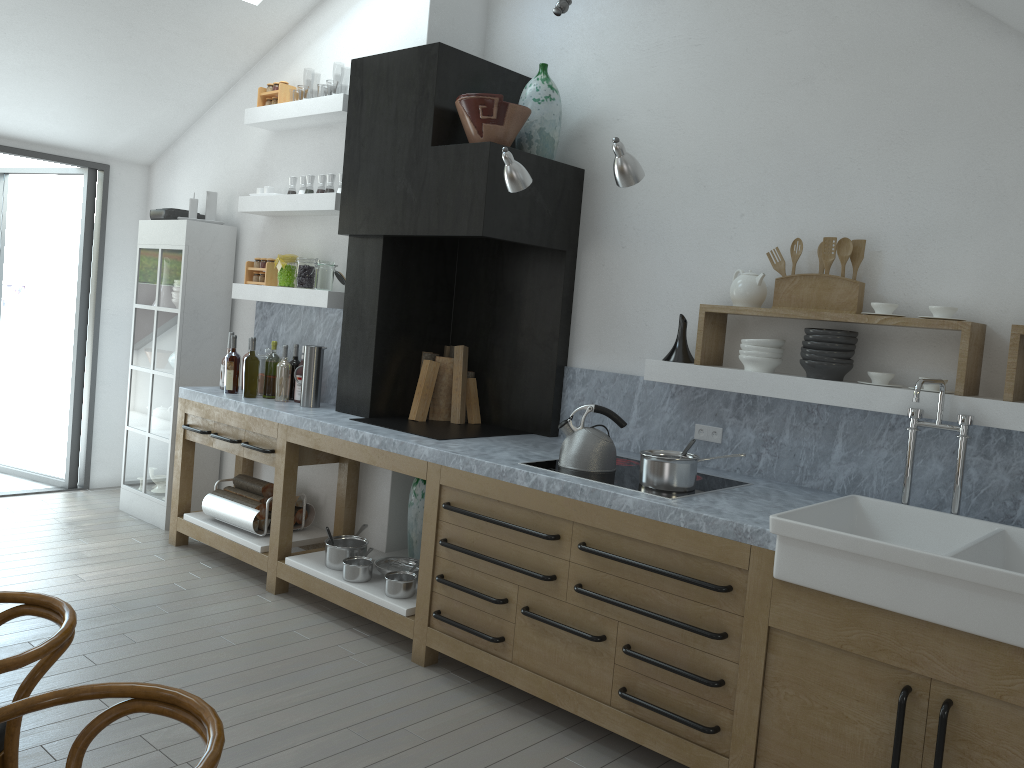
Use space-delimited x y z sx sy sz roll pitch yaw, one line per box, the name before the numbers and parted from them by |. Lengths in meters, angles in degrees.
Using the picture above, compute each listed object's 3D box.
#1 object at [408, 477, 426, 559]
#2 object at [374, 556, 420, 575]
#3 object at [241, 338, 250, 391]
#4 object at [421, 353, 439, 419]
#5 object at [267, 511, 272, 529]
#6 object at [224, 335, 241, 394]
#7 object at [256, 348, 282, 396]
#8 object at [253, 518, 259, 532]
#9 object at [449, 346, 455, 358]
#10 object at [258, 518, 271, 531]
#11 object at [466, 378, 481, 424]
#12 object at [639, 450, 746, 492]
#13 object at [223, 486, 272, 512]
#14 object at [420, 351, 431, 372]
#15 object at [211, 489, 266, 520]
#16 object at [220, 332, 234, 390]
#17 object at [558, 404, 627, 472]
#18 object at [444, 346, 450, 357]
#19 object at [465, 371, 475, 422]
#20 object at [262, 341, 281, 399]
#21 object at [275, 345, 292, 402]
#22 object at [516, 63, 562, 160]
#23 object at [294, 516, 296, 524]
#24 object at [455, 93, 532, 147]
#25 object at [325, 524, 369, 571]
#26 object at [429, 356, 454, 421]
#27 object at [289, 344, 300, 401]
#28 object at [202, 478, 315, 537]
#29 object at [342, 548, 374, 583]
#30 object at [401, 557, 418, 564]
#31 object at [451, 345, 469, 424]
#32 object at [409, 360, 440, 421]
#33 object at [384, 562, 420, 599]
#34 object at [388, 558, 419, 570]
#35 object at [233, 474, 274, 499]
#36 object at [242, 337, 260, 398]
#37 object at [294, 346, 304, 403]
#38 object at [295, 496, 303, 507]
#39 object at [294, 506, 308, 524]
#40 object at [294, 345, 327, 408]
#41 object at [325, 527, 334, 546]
object | -0.449 0.699 4.798 0.231 0.497 0.231 5 3 -7
object | -0.522 0.906 4.561 0.263 0.052 0.508 6 5 18
object | -1.616 -0.117 5.454 0.085 0.330 0.085 3 4 -40
object | -0.461 0.013 4.837 0.131 0.366 0.068 3 4 -35
object | -1.500 0.760 5.190 0.480 0.083 0.093 9 5 39
object | -1.656 -0.111 5.256 0.093 0.358 0.092 4 3 -14
object | -1.470 -0.076 5.329 0.183 0.286 0.184 3 4 -25
object | -1.603 0.769 5.071 0.423 0.067 0.067 9 5 39
object | -0.330 0.017 4.946 0.089 0.458 0.110 8 4 41
object | -1.551 0.770 5.133 0.423 0.067 0.067 9 5 39
object | -0.217 0.094 4.822 0.113 0.251 0.057 8 4 45
object | 0.682 0.339 3.420 0.395 0.170 0.232 7 4 21
object | -1.542 0.672 5.181 0.363 0.086 0.101 9 5 39
object | -0.493 0.000 4.885 0.074 0.358 0.057 3 4 -34
object | -1.573 0.691 5.105 0.438 0.093 0.092 9 5 39
object | -1.732 -0.141 5.437 0.085 0.359 0.088 3 3 -27
object | 0.327 0.217 3.729 0.246 0.267 0.247 2 5 -38
object | -0.377 -0.004 5.000 0.088 0.424 0.068 3 4 -34
object | -0.264 0.075 4.890 0.105 0.295 0.110 6 3 16
object | -1.398 -0.081 5.174 0.092 0.338 0.092 3 3 -31
object | -1.305 -0.059 5.065 0.085 0.330 0.085 3 4 -40
object | 0.139 -1.366 4.493 0.231 0.502 0.231 5 3 -7
object | -1.461 0.757 5.266 0.456 0.089 0.091 9 5 39
object | -0.103 -1.235 4.265 0.366 0.236 0.349 3 5 -31
object | -0.810 0.858 4.608 0.223 0.164 0.379 7 5 31
object | -0.379 0.034 4.822 0.130 0.366 0.072 3 3 -30
object | -1.272 -0.068 5.188 0.085 0.330 0.085 3 4 -40
object | -1.481 0.712 5.188 0.528 0.231 0.429 8 5 39
object | -0.729 0.903 4.390 0.154 0.113 0.261 7 5 31
object | -0.482 0.916 4.486 0.170 0.035 0.061 9 6 41
object | -0.278 0.005 4.773 0.078 0.427 0.148 4 3 -13
object | -0.470 0.037 4.744 0.081 0.335 0.148 7 4 32
object | -0.490 0.939 4.206 0.154 0.113 0.261 8 5 41
object | -0.536 0.911 4.436 0.248 0.045 0.041 9 5 40
object | -1.525 0.610 5.244 0.292 0.102 0.104 9 5 39
object | -1.507 -0.091 5.127 0.092 0.358 0.092 5 3 -5
object | -1.203 -0.055 5.106 0.081 0.329 0.081 4 3 -21
object | -1.404 0.662 5.298 0.423 0.072 0.071 9 5 39
object | -1.401 0.749 5.330 0.438 0.092 0.091 9 5 39
object | -1.125 -0.044 4.956 0.165 0.339 0.114 8 4 44
object | -0.902 0.827 4.548 0.191 0.152 0.051 8 5 41
